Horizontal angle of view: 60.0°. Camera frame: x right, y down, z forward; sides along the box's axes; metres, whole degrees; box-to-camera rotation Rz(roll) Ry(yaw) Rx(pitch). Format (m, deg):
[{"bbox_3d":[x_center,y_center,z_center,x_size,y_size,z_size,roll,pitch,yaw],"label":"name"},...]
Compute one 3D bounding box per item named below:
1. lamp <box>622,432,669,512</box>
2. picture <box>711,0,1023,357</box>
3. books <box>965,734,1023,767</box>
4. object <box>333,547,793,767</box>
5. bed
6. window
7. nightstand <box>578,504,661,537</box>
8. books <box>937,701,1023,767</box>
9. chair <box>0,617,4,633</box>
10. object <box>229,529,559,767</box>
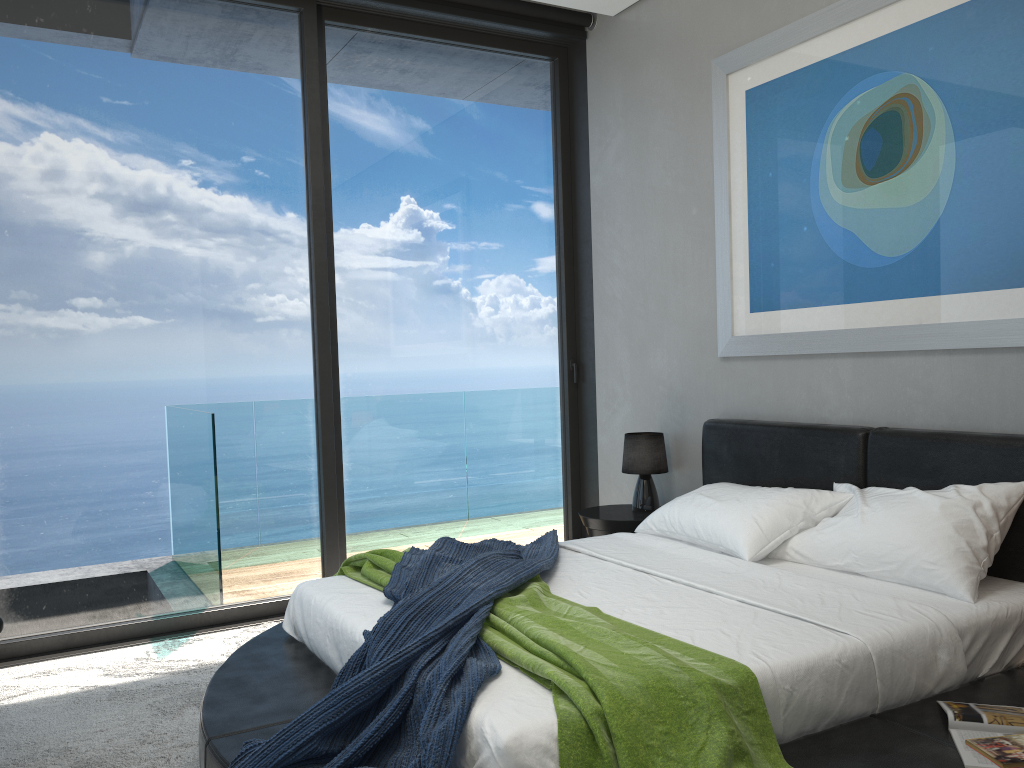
[{"bbox_3d":[0.687,0.455,4.582,0.241,0.400,0.219,-1,3,30],"label":"lamp"},{"bbox_3d":[1.411,-0.827,3.438,0.025,1.401,1.799,-3,2,-29],"label":"picture"},{"bbox_3d":[1.169,0.840,2.035,0.189,0.012,0.133,-2,1,-7],"label":"books"},{"bbox_3d":[-0.067,0.772,2.667,0.646,0.342,2.301,-3,1,-29],"label":"object"},{"bbox_3d":[0.348,0.679,2.889,2.615,0.934,2.754,-3,2,-29],"label":"bed"},{"bbox_3d":[1.325,-0.503,3.942,9.718,3.186,3.595,-3,2,-29],"label":"window"},{"bbox_3d":[0.598,0.878,4.579,0.496,0.440,0.496,-2,2,-18],"label":"nightstand"},{"bbox_3d":[1.214,0.830,2.126,0.301,0.039,0.395,-1,1,17],"label":"books"},{"bbox_3d":[-2.166,0.739,2.448,1.281,0.996,0.638,-1,2,16],"label":"chair"},{"bbox_3d":[-0.228,0.833,2.764,0.685,0.568,2.152,-1,1,13],"label":"object"}]
